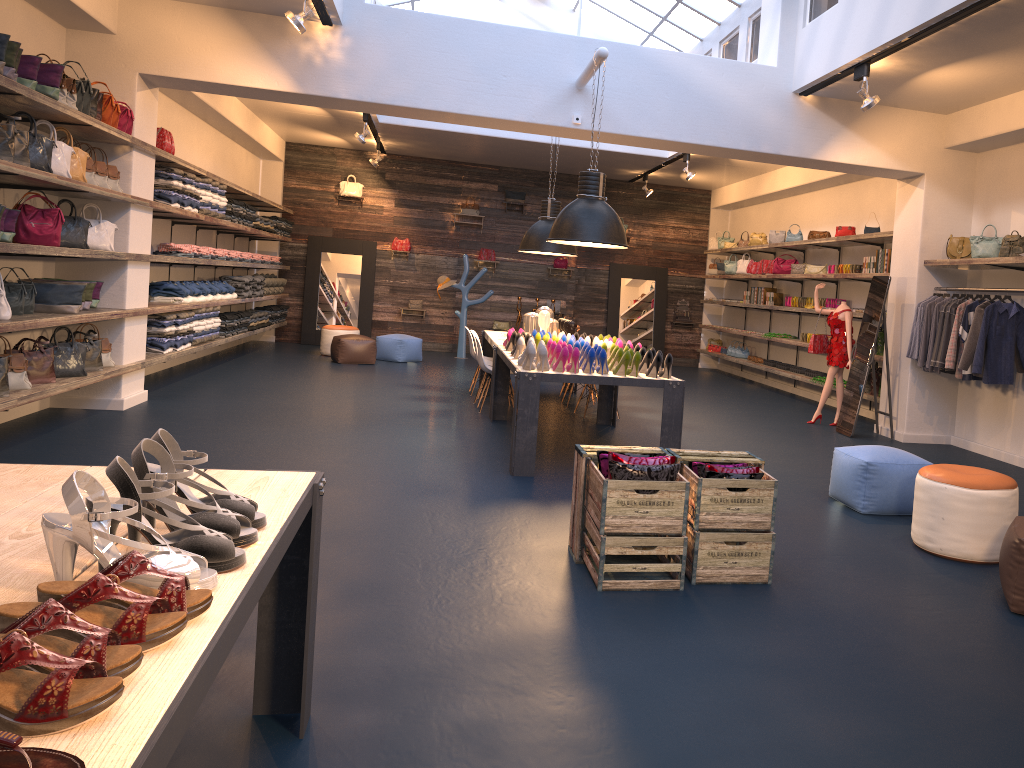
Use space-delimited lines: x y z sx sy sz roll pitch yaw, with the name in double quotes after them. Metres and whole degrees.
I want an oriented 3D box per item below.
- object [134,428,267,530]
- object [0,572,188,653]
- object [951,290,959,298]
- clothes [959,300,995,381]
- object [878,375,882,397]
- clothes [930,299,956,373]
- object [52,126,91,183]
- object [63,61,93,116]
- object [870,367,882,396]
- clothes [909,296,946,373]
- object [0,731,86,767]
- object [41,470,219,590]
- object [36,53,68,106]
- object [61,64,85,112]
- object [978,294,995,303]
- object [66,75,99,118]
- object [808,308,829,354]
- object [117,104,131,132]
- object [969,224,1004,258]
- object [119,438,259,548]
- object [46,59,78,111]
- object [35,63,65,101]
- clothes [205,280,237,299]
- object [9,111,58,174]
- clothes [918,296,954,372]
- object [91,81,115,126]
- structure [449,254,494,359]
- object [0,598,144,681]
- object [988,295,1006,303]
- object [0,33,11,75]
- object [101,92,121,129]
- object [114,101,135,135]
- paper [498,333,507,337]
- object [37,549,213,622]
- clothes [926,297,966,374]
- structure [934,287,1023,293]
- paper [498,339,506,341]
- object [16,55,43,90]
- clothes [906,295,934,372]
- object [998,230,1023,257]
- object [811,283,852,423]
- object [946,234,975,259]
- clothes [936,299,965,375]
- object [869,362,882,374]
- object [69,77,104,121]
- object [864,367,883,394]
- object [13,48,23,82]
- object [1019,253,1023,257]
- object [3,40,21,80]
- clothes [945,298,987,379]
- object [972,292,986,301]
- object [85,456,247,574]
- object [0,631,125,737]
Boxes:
-0.698 0.215 1.965 0.290 0.223 0.115 3 3 -12 "object"
-0.637 0.346 1.323 0.272 0.116 0.095 2 4 -20 "object"
4.533 -0.880 8.872 0.447 0.219 0.010 3 2 -14 "object"
4.558 -0.417 8.404 0.584 0.792 0.120 4 2 -12 "clothes"
4.466 -0.004 10.208 0.382 0.338 0.214 4 3 -5 "object"
4.518 -0.471 8.731 0.677 0.752 0.124 4 2 -12 "clothes"
-3.269 -1.666 6.288 0.180 0.384 0.455 6 5 30 "object"
-3.224 -2.157 6.331 0.307 0.409 0.130 3 3 -15 "object"
4.421 -0.033 10.353 0.355 0.355 0.157 4 3 -12 "object"
4.455 -0.525 9.165 0.562 0.812 0.118 4 2 -14 "clothes"
-0.625 0.406 0.913 0.288 0.090 0.219 4 6 -7 "object"
-0.673 0.265 1.545 0.296 0.223 0.112 3 3 -21 "object"
-3.188 -2.069 5.867 0.355 0.334 0.164 4 3 -1 "object"
-3.214 -2.112 6.197 0.307 0.351 0.130 3 3 -15 "object"
4.588 -0.822 8.393 0.447 0.219 0.010 3 2 -14 "object"
-3.301 -2.155 6.492 0.266 0.337 0.313 7 5 33 "object"
3.680 -0.635 10.350 0.344 0.551 0.083 2 3 -35 "object"
-3.288 -2.185 7.124 0.245 0.283 0.316 6 5 28 "object"
4.749 -1.409 8.658 0.345 0.366 0.187 6 3 26 "object"
-0.682 0.231 1.836 0.289 0.223 0.115 4 3 -11 "object"
-3.202 -2.089 6.028 0.355 0.334 0.164 4 3 -1 "object"
-3.158 -1.992 5.674 0.429 0.235 0.173 4 4 -10 "object"
-3.792 -1.216 11.160 0.438 0.240 0.417 4 5 -10 "clothes"
-3.217 -1.596 5.713 0.180 0.384 0.455 6 5 30 "object"
4.503 -0.514 9.037 0.553 0.799 0.181 3 2 -17 "clothes"
-3.291 -2.208 6.826 0.210 0.384 0.273 7 4 39 "object"
-0.786 -1.345 15.073 0.929 1.802 0.179 5 2 14 "structure"
-0.651 0.357 1.212 0.261 0.116 0.099 4 4 -4 "object"
4.593 -0.799 8.212 0.447 0.219 0.010 3 2 -14 "object"
-3.102 -1.907 4.942 0.439 0.231 0.169 3 4 -19 "object"
-3.304 -2.197 6.955 0.210 0.329 0.273 7 5 39 "object"
-3.309 -2.216 7.221 0.201 0.309 0.267 7 5 42 "object"
0.016 -0.569 10.238 0.335 0.014 0.723 5 7 2 "paper"
-0.633 0.333 1.440 0.264 0.116 0.098 4 4 -8 "object"
4.517 -0.496 8.881 0.553 0.799 0.181 3 2 -17 "clothes"
4.870 -0.504 5.056 0.040 0.038 8.500 4 7 -5 "structure"
0.164 -0.477 9.535 0.311 0.014 0.776 9 8 32 "paper"
-3.203 -1.972 5.465 0.436 0.235 0.170 3 4 -16 "object"
4.449 -0.533 9.230 0.562 0.812 0.118 4 2 -14 "clothes"
4.755 -1.320 8.276 0.241 0.283 0.380 5 5 9 "object"
3.791 -0.341 10.137 0.371 1.660 0.694 3 3 -30 "object"
4.665 -1.405 8.987 0.305 0.283 0.214 6 4 18 "object"
4.526 -0.459 8.636 0.677 0.752 0.124 4 2 -12 "clothes"
4.439 -0.091 10.721 0.375 0.389 0.179 5 3 2 "object"
-3.338 -2.179 6.673 0.382 0.338 0.214 4 3 -5 "object"
4.437 -0.045 10.550 0.382 0.338 0.214 4 3 -5 "object"
-3.220 -1.953 5.288 0.432 0.235 0.172 3 4 -12 "object"
4.734 -1.201 7.893 0.224 0.125 0.197 7 6 26 "object"
-3.143 -1.927 5.117 0.436 0.235 0.170 3 4 -16 "object"
4.552 -0.438 8.511 0.700 0.794 0.169 3 2 -14 "clothes"
4.576 -0.836 8.512 0.447 0.219 0.010 3 2 -14 "object"
-0.663 0.250 1.685 0.296 0.223 0.112 3 3 -22 "object"
-0.636 0.372 1.097 0.271 0.116 0.096 3 4 -18 "object"
